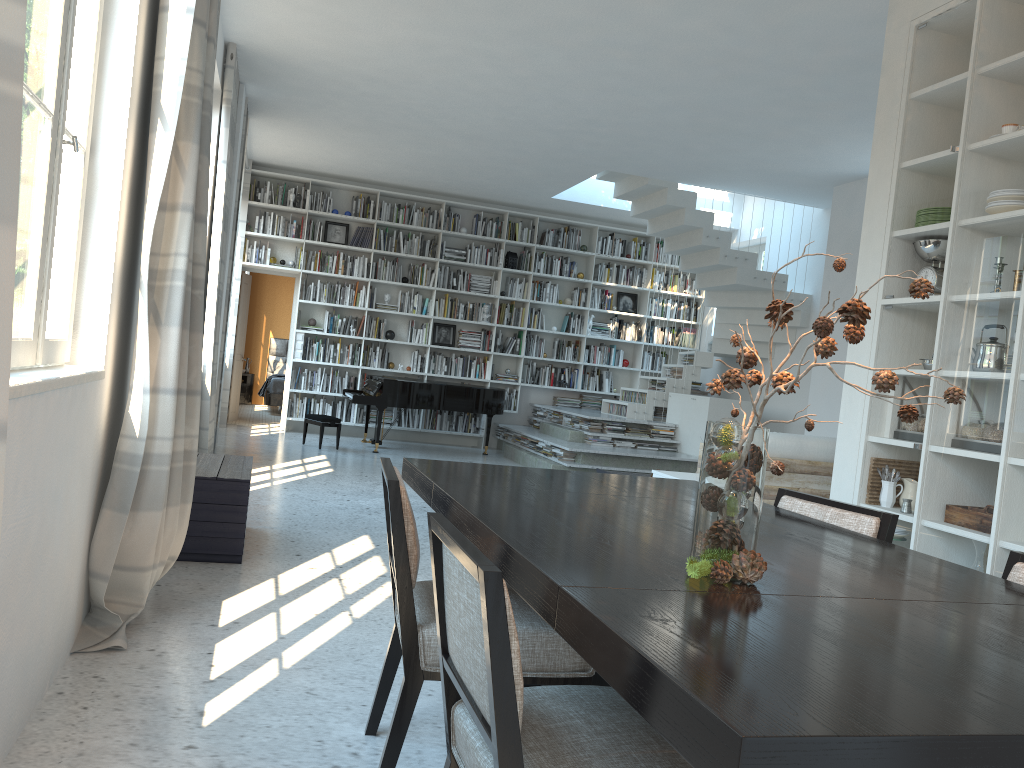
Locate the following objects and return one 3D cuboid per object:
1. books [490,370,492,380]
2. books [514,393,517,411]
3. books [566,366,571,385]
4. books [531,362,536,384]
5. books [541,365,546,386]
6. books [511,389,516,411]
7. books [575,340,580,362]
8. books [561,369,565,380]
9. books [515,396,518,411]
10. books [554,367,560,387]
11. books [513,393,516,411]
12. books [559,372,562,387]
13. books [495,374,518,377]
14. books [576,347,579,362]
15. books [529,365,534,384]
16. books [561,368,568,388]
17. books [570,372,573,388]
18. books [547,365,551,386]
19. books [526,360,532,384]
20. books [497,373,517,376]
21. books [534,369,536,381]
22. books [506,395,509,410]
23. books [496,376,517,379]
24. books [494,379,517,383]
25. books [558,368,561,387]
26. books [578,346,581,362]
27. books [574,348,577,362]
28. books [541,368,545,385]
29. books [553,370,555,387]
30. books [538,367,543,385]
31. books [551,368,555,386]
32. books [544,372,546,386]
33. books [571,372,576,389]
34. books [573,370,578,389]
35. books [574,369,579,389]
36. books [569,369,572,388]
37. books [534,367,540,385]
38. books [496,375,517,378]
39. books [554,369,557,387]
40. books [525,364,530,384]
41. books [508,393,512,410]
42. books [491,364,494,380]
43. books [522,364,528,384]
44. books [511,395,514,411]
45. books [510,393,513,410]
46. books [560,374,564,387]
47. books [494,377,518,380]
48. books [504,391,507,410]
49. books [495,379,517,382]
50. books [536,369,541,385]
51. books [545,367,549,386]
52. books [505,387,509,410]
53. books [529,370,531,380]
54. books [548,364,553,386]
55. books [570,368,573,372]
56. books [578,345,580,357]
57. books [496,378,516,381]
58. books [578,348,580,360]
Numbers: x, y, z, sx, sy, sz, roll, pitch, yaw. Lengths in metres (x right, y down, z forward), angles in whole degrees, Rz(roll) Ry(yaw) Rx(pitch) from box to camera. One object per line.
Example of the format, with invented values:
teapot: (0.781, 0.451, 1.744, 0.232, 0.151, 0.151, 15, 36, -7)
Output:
books: (-0.301, -0.172, 11.789, 0.027, 0.229, 0.141, 6, 1, -16)
books: (0.029, 0.237, 11.799, 0.013, 0.233, 0.149, 6, 1, -16)
books: (0.755, -0.093, 12.080, 0.013, 0.294, 0.134, 6, 2, -16)
books: (0.267, -0.145, 11.920, 0.030, 0.294, 0.188, 6, 1, -16)
books: (0.415, -0.116, 11.983, 0.014, 0.268, 0.171, 6, 1, -16)
books: (0.003, 0.209, 11.782, 0.021, 0.285, 0.172, 6, 1, -16)
books: (0.880, -0.449, 12.079, 0.007, 0.295, 0.162, 6, 1, -16)
books: (0.677, -0.079, 12.055, 0.012, 0.249, 0.164, 6, 1, -16)
books: (0.036, 0.251, 11.814, 0.012, 0.206, 0.160, 6, 1, -16)
books: (0.592, -0.095, 12.026, 0.026, 0.262, 0.173, 6, 1, -16)
books: (0.014, 0.217, 11.808, 0.015, 0.271, 0.157, 6, 1, -16)
books: (0.634, -0.064, 12.049, 0.022, 0.211, 0.135, 6, 1, -16)
books: (-0.076, -0.112, 11.791, 0.285, 0.012, 0.159, 6, 1, -12)
books: (0.864, -0.405, 12.085, 0.013, 0.204, 0.158, 6, 1, -16)
books: (0.240, -0.128, 11.914, 0.023, 0.256, 0.178, 6, 1, -16)
books: (0.716, -0.083, 12.060, 0.070, 0.266, 0.185, 6, 1, -16)
books: (0.786, -0.053, 12.080, 0.013, 0.220, 0.168, 6, 1, -16)
books: (0.486, -0.117, 12.011, 0.012, 0.285, 0.159, 6, 1, -16)
books: (0.214, -0.161, 11.905, 0.010, 0.316, 0.186, 6, 1, -16)
books: (-0.073, -0.123, 11.784, 0.254, 0.012, 0.161, 6, 1, -7)
books: (0.283, -0.134, 11.935, 0.010, 0.277, 0.174, 6, 1, -16)
books: (-0.070, 0.242, 11.782, 0.013, 0.202, 0.139, 6, 1, -16)
books: (-0.078, -0.087, 11.793, 0.254, 0.012, 0.160, 6, 1, -11)
books: (-0.083, -0.039, 11.791, 0.285, 0.012, 0.159, 6, 1, -13)
books: (0.614, -0.093, 12.040, 0.026, 0.263, 0.169, 6, 1, -16)
books: (0.902, -0.411, 12.111, 0.009, 0.224, 0.146, 6, 1, -16)
books: (0.838, -0.396, 12.059, 0.016, 0.180, 0.189, 6, 1, -16)
books: (0.394, -0.098, 11.981, 0.024, 0.228, 0.159, 6, 1, -16)
books: (0.543, -0.087, 12.023, 0.025, 0.238, 0.156, 6, 1, -16)
books: (0.368, -0.104, 11.978, 0.029, 0.235, 0.142, 6, 1, -16)
books: (0.521, -0.093, 12.002, 0.031, 0.244, 0.184, 6, 1, -16)
books: (0.424, -0.092, 11.993, 0.012, 0.221, 0.153, 6, 1, -16)
books: (0.818, -0.053, 12.083, 0.025, 0.228, 0.175, 6, 1, -16)
books: (0.842, -0.066, 12.095, 0.026, 0.258, 0.156, 6, 1, -16)
books: (0.867, -0.071, 12.102, 0.025, 0.272, 0.171, 6, 1, -16)
books: (0.769, -0.077, 12.086, 0.021, 0.265, 0.150, 6, 1, -16)
books: (0.315, -0.108, 11.951, 0.065, 0.231, 0.162, 6, 1, -16)
books: (-0.075, -0.099, 11.783, 0.254, 0.012, 0.160, 6, 1, -16)
books: (0.564, -0.088, 12.036, 0.021, 0.242, 0.131, 6, 1, -16)
books: (0.195, -0.136, 11.900, 0.023, 0.262, 0.186, 6, 1, -16)
books: (-0.043, 0.234, 11.764, 0.026, 0.225, 0.175, 6, 1, -16)
books: (-0.275, -0.160, 11.799, 0.030, 0.210, 0.136, 6, 1, -16)
books: (0.172, -0.135, 11.914, 0.012, 0.254, 0.160, 6, 1, -16)
books: (-0.015, 0.244, 11.772, 0.011, 0.212, 0.178, 6, 1, -16)
books: (-0.029, 0.235, 11.785, 0.012, 0.226, 0.149, 6, 1, -16)
books: (0.656, -0.047, 12.049, 0.025, 0.181, 0.169, 6, 1, -16)
books: (-0.079, -0.075, 11.790, 0.285, 0.012, 0.159, 6, 1, -13)
books: (-0.107, 0.217, 11.753, 0.014, 0.246, 0.176, 6, 1, -16)
books: (-0.083, -0.051, 11.795, 0.285, 0.012, 0.159, 6, 1, -11)
books: (0.351, -0.097, 11.963, 0.011, 0.217, 0.175, 6, 1, -16)
books: (0.448, -0.105, 11.982, 0.025, 0.252, 0.181, 6, 1, -16)
books: (-0.086, 0.191, 11.776, 0.032, 0.300, 0.148, 6, 2, -16)
books: (0.214, -0.124, 11.933, 0.015, 0.240, 0.152, 6, 1, -16)
books: (0.504, -0.119, 11.993, 0.012, 0.293, 0.175, 6, 1, -16)
books: (0.795, -0.084, 12.107, 0.012, 0.282, 0.143, 6, 1, -16)
books: (0.883, -0.422, 12.109, 0.019, 0.241, 0.134, 6, 1, -16)
books: (-0.081, -0.063, 11.792, 0.254, 0.012, 0.160, 6, 1, -10)
books: (0.893, -0.418, 12.117, 0.007, 0.235, 0.131, 6, 1, -16)
